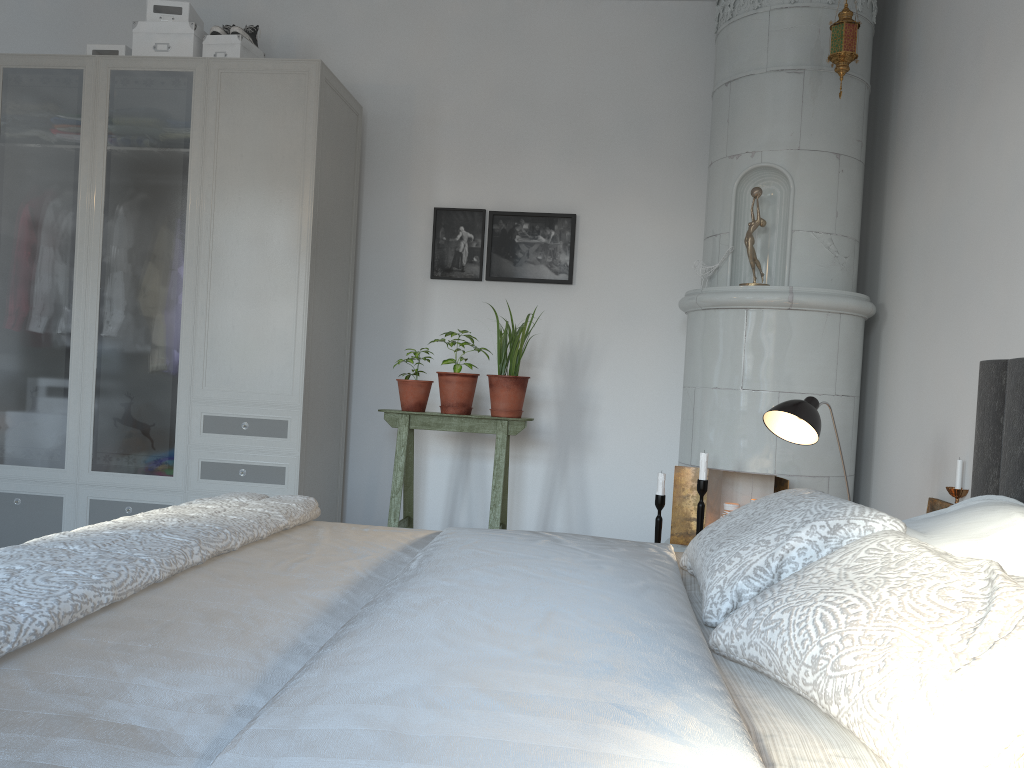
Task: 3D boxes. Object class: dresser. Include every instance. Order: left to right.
[{"bbox_3d":[-1.509,-0.266,3.961,1.432,2.163,0.630,3,1,6],"label":"dresser"}]

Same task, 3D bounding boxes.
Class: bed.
[{"bbox_3d":[0.082,0.404,1.516,2.176,1.047,1.888,3,0,6],"label":"bed"}]

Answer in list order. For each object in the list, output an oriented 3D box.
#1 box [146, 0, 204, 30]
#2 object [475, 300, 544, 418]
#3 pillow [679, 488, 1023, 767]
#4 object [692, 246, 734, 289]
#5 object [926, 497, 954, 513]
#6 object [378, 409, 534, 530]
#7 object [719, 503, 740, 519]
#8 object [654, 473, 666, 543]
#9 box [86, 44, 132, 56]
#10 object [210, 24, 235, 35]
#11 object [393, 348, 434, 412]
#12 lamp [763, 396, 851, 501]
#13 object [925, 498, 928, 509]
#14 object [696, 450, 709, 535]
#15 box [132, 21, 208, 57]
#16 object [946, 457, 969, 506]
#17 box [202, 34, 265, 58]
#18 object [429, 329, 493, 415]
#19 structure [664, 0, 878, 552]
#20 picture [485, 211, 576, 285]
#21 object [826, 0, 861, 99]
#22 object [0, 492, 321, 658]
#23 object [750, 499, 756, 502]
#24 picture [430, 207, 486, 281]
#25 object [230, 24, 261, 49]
[{"bbox_3d":[-1.490,-1.599,3.927,0.180,0.107,0.225,3,0,-4],"label":"box"},{"bbox_3d":[-0.019,-0.108,3.760,0.300,0.499,0.333,3,1,-11],"label":"object"},{"bbox_3d":[0.511,0.317,1.437,0.415,0.225,1.146,3,0,-1],"label":"pillow"},{"bbox_3d":[0.800,-0.463,3.555,0.059,0.165,0.196,2,1,-39],"label":"object"},{"bbox_3d":[1.292,0.680,2.623,0.082,0.630,0.528,3,1,6],"label":"object"},{"bbox_3d":[-0.263,0.515,3.826,0.671,0.775,0.431,3,1,6],"label":"object"},{"bbox_3d":[0.871,0.567,3.536,0.093,0.180,0.093,3,1,10],"label":"object"},{"bbox_3d":[0.553,0.639,3.381,0.091,0.622,0.091,3,1,-16],"label":"object"},{"bbox_3d":[-1.749,-1.416,3.948,0.180,0.107,0.223,3,0,6],"label":"box"},{"bbox_3d":[-1.267,-1.545,3.898,0.080,0.110,0.213,3,0,0],"label":"object"},{"bbox_3d":[-0.430,-0.021,3.830,0.194,0.277,0.176,3,1,-27],"label":"object"},{"bbox_3d":[0.987,0.511,2.683,0.450,0.936,0.826,4,1,24],"label":"lamp"},{"bbox_3d":[1.344,0.427,2.879,0.023,0.127,0.024,3,1,-10],"label":"object"},{"bbox_3d":[0.682,0.599,3.241,0.091,0.718,0.091,4,1,15],"label":"object"},{"bbox_3d":[-1.475,-1.446,3.918,0.281,0.199,0.285,3,0,6],"label":"box"},{"bbox_3d":[1.340,0.381,2.673,0.067,0.320,0.067,2,1,-35],"label":"object"},{"bbox_3d":[-1.220,-1.411,3.891,0.182,0.158,0.227,3,0,11],"label":"box"},{"bbox_3d":[-0.229,-0.056,3.789,0.258,0.370,0.234,4,1,18],"label":"object"},{"bbox_3d":[0.921,-0.365,3.546,1.248,2.837,0.800,2,1,-39],"label":"structure"},{"bbox_3d":[0.089,-0.648,4.217,0.415,0.329,0.037,3,1,6],"label":"picture"},{"bbox_3d":[1.217,-1.296,3.242,0.105,0.506,0.117,3,1,-20],"label":"object"},{"bbox_3d":[-0.752,0.318,1.614,0.405,0.104,1.460,3,0,6],"label":"object"},{"bbox_3d":[0.954,0.556,3.456,0.098,0.210,0.098,3,1,5],"label":"object"},{"bbox_3d":[-0.259,-0.671,4.259,0.250,0.342,0.022,3,1,6],"label":"picture"},{"bbox_3d":[-1.164,-1.539,3.887,0.080,0.110,0.213,3,0,12],"label":"object"}]
